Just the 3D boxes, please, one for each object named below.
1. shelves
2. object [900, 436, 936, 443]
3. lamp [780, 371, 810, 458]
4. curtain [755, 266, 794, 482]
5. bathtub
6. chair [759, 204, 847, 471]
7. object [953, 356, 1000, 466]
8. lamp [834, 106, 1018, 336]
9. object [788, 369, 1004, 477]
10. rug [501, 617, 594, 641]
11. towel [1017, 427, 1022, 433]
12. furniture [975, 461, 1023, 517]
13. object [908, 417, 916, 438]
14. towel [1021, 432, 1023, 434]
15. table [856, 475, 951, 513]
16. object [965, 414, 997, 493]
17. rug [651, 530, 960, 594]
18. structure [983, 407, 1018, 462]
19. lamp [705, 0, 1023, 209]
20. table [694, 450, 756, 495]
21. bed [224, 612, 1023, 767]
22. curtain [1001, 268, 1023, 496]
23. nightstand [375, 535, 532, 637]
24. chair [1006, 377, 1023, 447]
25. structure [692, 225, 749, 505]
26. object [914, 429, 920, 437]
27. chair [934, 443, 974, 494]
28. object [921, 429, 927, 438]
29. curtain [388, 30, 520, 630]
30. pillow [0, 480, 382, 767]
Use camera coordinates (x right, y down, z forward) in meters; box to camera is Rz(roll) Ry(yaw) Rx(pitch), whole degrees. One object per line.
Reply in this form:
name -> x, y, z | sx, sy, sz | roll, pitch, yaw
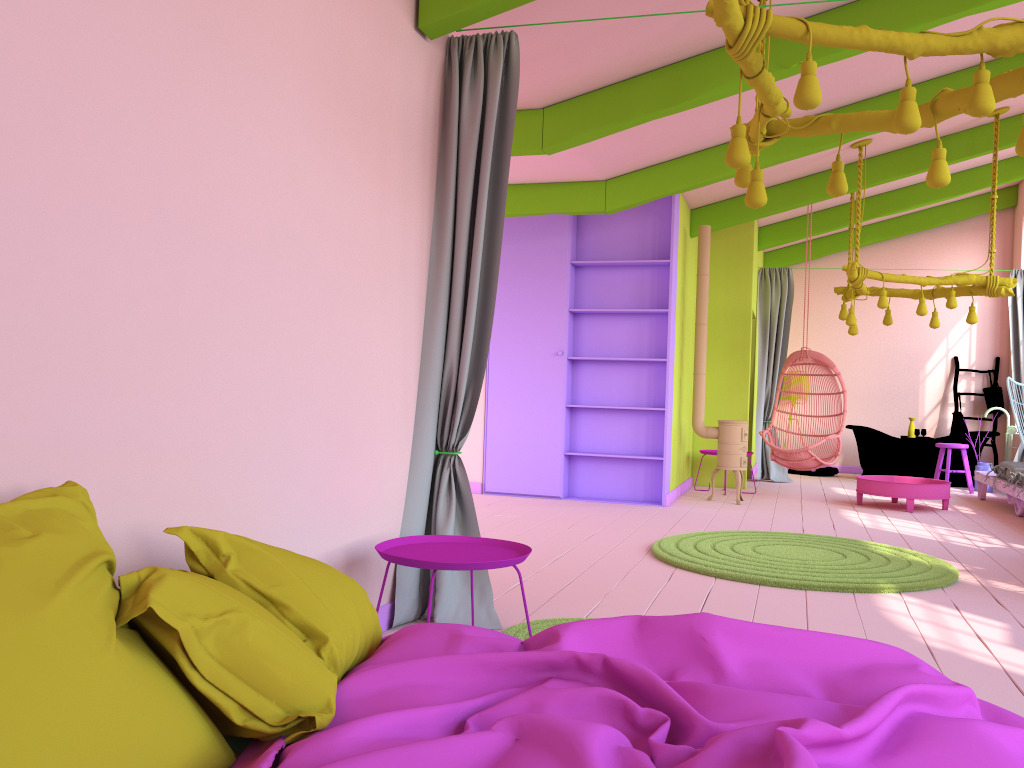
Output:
shelves -> 0.665, -0.392, 8.814 | 1.841, 3.104, 0.384 | 2, 0, 18
object -> 5.435, 0.745, 11.884 | 0.360, 0.068, 1.323 | 2, 0, 18
lamp -> 4.080, 0.537, 12.978 | 0.476, 1.466, 0.491 | 2, 0, -42
curtain -> 3.360, -0.153, 11.456 | 0.518, 2.785, 0.525 | 2, 0, -1
bathtub -> 5.459, 0.957, 11.874 | 1.889, 0.740, 0.826 | 2, 0, 18
chair -> 3.196, -0.620, 9.662 | 0.860, 3.130, 0.806 | 2, 0, 38
object -> 6.454, 0.491, 12.327 | 0.603, 1.765, 0.410 | 2, 0, 18
lamp -> 3.916, -1.615, 9.028 | 1.610, 2.264, 1.775 | 2, 0, 0
object -> 4.267, 0.480, 9.128 | 2.826, 1.580, 7.865 | 2, 0, 18
rug -> 0.335, 1.087, 3.689 | 0.792, 0.021, 0.792 | 2, -1, -45
towel -> 6.742, 0.600, 11.576 | 0.262, 0.102, 0.247 | 2, 0, 19
furniture -> 5.121, 1.037, 8.362 | 0.907, 0.507, 3.776 | 2, 0, 18
object -> 5.355, 0.609, 11.878 | 0.097, 0.321, 0.097 | 2, 0, 29
towel -> 6.661, 0.596, 11.321 | 0.247, 0.102, 0.262 | 2, 0, 9
table -> 3.975, 1.114, 9.031 | 0.885, 0.285, 0.885 | 2, 0, 44
object -> 5.805, 0.837, 10.961 | 0.277, 0.987, 0.451 | 2, 0, -28
rug -> 1.887, 1.143, 5.861 | 1.888, 0.050, 1.889 | 2, 0, 5
structure -> 6.410, 0.833, 11.549 | 0.254, 1.061, 0.451 | 2, 0, -29
lamp -> 1.524, -1.926, 3.976 | 1.610, 2.264, 1.775 | 2, 0, 0
table -> 2.388, 0.980, 9.912 | 0.596, 0.458, 0.596 | 2, 0, -35
bed -> 0.299, 0.832, 1.591 | 2.802, 0.514, 3.576 | 2, 0, 18
curtain -> 6.152, -0.010, 10.550 | 0.518, 2.785, 0.525 | 2, 0, 37
nightstand -> -0.229, 0.848, 3.380 | 0.596, 0.458, 0.596 | 2, 0, -35
chair -> 3.336, 0.593, 4.920 | 1.079, 1.238, 0.924 | 2, 0, -37
structure -> 2.193, -0.208, 9.100 | 0.577, 2.814, 0.403 | 2, 0, 35
object -> 5.347, 0.680, 11.707 | 0.069, 0.170, 0.069 | 2, 0, 37
chair -> 5.313, 1.020, 10.759 | 0.473, 0.593, 0.446 | 2, 0, -13
object -> 5.492, 0.686, 11.832 | 0.069, 0.170, 0.069 | 2, 0, 37
curtain -> -0.260, -0.313, 4.114 | 0.518, 2.785, 0.525 | 2, 0, -1
pillow -> -0.811, 0.632, 1.678 | 0.848, 0.822, 2.617 | 2, 0, 8
